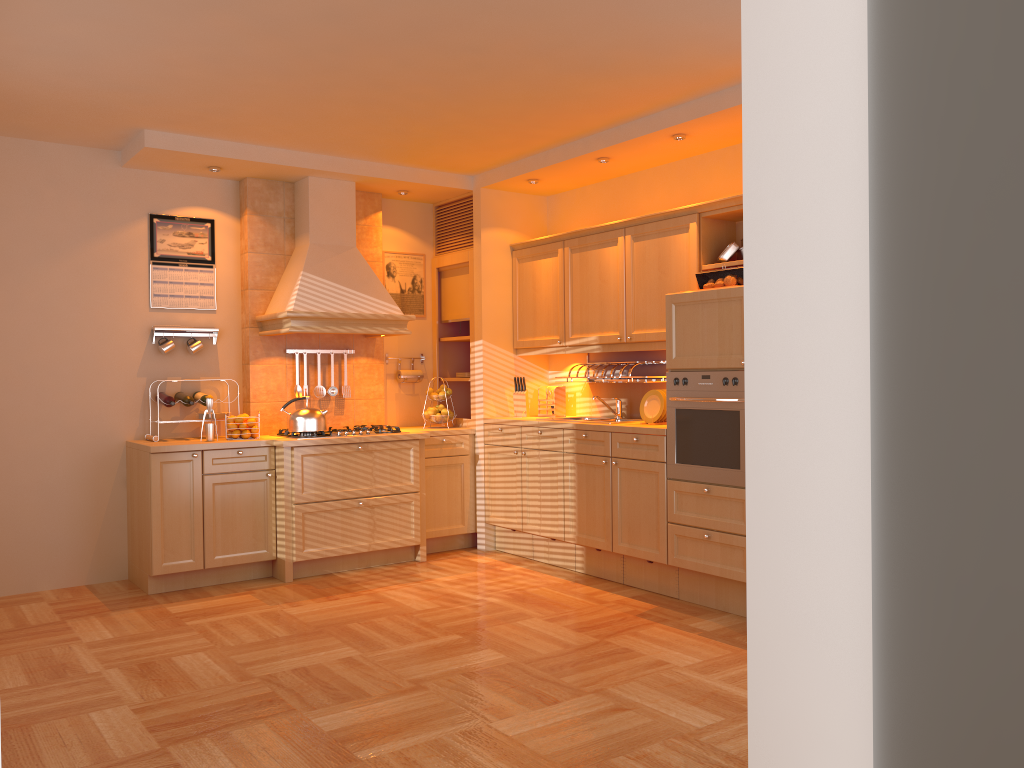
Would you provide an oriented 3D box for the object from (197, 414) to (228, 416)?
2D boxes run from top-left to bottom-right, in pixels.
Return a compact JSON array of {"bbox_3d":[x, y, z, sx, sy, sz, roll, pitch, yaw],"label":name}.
[{"bbox_3d":[-1.936,0.201,5.756,0.172,0.011,0.163,0,1,23],"label":"object"}]

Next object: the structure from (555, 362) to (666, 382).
[{"bbox_3d":[0.682,-0.075,5.872,0.300,0.126,0.900,-1,1,-36],"label":"structure"}]

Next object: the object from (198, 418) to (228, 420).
[{"bbox_3d":[-1.935,0.228,5.756,0.172,0.011,0.163,0,1,23],"label":"object"}]

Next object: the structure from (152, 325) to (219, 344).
[{"bbox_3d":[-2.125,-0.321,5.781,0.405,0.118,0.069,-1,1,-36],"label":"structure"}]

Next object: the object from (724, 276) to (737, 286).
[{"bbox_3d":[1.154,-0.540,4.689,0.066,0.064,0.045,-1,1,16],"label":"object"}]

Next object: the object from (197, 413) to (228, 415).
[{"bbox_3d":[-1.936,0.195,5.756,0.172,0.011,0.163,0,1,23],"label":"object"}]

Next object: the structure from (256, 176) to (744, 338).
[{"bbox_3d":[0.219,-0.819,5.216,4.091,1.148,1.061,0,1,28],"label":"structure"}]

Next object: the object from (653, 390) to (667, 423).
[{"bbox_3d":[0.860,0.134,5.319,0.049,0.200,0.205,-1,1,-34],"label":"object"}]

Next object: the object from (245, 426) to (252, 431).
[{"bbox_3d":[-1.676,0.280,5.646,0.062,0.053,0.051,0,1,22],"label":"object"}]

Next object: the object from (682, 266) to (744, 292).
[{"bbox_3d":[1.149,-0.561,4.798,0.280,0.123,0.400,-1,1,-35],"label":"object"}]

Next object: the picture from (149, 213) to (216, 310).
[{"bbox_3d":[-2.150,-0.794,5.800,0.417,0.605,0.009,-1,1,-36],"label":"picture"}]

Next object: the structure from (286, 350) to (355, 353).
[{"bbox_3d":[-1.328,-0.226,6.173,0.506,0.024,0.009,-1,1,-36],"label":"structure"}]

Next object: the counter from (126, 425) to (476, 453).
[{"bbox_3d":[-1.301,0.359,5.944,2.250,0.038,0.770,-1,1,-36],"label":"counter"}]

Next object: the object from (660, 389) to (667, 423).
[{"bbox_3d":[0.907,0.133,5.350,0.049,0.200,0.205,-1,1,-34],"label":"object"}]

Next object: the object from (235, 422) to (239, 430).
[{"bbox_3d":[-1.743,0.264,5.608,0.051,0.053,0.064,-1,1,17],"label":"object"}]

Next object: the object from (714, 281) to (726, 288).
[{"bbox_3d":[1.108,-0.530,4.725,0.062,0.036,0.065,-1,1,-23],"label":"object"}]

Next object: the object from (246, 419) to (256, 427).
[{"bbox_3d":[-1.649,0.245,5.608,0.053,0.052,0.061,0,1,27],"label":"object"}]

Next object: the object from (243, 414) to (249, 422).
[{"bbox_3d":[-1.715,0.220,5.701,0.059,0.060,0.050,-1,1,14],"label":"object"}]

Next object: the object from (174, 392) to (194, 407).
[{"bbox_3d":[-2.080,0.098,5.656,0.076,0.095,0.282,-1,1,-36],"label":"object"}]

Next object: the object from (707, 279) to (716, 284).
[{"bbox_3d":[1.098,-0.544,4.875,0.069,0.064,0.055,-1,1,-31],"label":"object"}]

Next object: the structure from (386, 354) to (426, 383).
[{"bbox_3d":[-0.782,-0.120,6.712,0.320,0.220,0.126,-1,1,-36],"label":"structure"}]

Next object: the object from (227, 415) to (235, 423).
[{"bbox_3d":[-1.762,0.227,5.576,0.057,0.060,0.052,-1,1,2],"label":"object"}]

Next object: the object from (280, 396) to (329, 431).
[{"bbox_3d":[-1.321,0.187,5.706,0.242,0.215,0.251,0,1,42],"label":"object"}]

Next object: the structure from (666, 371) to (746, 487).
[{"bbox_3d":[1.008,0.226,4.639,0.066,0.583,0.576,-1,1,-36],"label":"structure"}]

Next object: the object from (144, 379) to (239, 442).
[{"bbox_3d":[-2.037,0.162,5.696,0.572,0.379,0.221,-1,1,-36],"label":"object"}]

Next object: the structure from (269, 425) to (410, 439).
[{"bbox_3d":[-1.156,0.315,5.956,0.797,0.051,0.494,-1,1,-36],"label":"structure"}]

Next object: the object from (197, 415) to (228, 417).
[{"bbox_3d":[-1.936,0.208,5.756,0.172,0.011,0.163,0,1,23],"label":"object"}]

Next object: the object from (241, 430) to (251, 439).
[{"bbox_3d":[-1.678,0.318,5.590,0.074,0.063,0.064,0,1,35],"label":"object"}]

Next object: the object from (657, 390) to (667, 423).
[{"bbox_3d":[0.884,0.134,5.334,0.049,0.200,0.205,-1,1,-34],"label":"object"}]

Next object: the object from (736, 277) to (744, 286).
[{"bbox_3d":[1.223,-0.544,4.743,0.065,0.058,0.066,-1,1,-44],"label":"object"}]

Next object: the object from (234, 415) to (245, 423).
[{"bbox_3d":[-1.710,0.223,5.565,0.063,0.051,0.053,-1,1,-28],"label":"object"}]

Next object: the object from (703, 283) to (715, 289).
[{"bbox_3d":[1.068,-0.528,4.790,0.069,0.034,0.066,-1,1,-17],"label":"object"}]

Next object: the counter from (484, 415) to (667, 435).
[{"bbox_3d":[0.564,0.258,5.788,0.600,0.038,1.800,-1,1,-36],"label":"counter"}]

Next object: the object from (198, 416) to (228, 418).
[{"bbox_3d":[-1.936,0.214,5.756,0.172,0.011,0.163,0,1,23],"label":"object"}]

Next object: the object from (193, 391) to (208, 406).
[{"bbox_3d":[-1.986,0.096,5.724,0.076,0.095,0.282,-1,1,-36],"label":"object"}]

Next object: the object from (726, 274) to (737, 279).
[{"bbox_3d":[1.172,-0.567,4.749,0.061,0.047,0.063,-1,1,12],"label":"object"}]

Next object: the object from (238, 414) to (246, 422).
[{"bbox_3d":[-1.715,0.219,5.625,0.063,0.053,0.051,-1,1,16],"label":"object"}]

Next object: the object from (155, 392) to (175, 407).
[{"bbox_3d":[-2.174,0.100,5.588,0.076,0.095,0.282,-1,1,-36],"label":"object"}]

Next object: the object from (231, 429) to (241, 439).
[{"bbox_3d":[-1.730,0.313,5.559,0.052,0.057,0.060,-1,1,16],"label":"object"}]

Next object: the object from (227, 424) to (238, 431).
[{"bbox_3d":[-1.749,0.267,5.550,0.063,0.051,0.053,-1,1,-17],"label":"object"}]

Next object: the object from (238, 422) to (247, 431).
[{"bbox_3d":[-1.694,0.267,5.580,0.052,0.053,0.062,-1,1,-14],"label":"object"}]

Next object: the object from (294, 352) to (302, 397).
[{"bbox_3d":[-1.460,-0.057,6.052,0.055,0.323,0.028,-1,1,-36],"label":"object"}]

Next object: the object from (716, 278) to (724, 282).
[{"bbox_3d":[1.129,-0.541,4.780,0.065,0.056,0.056,0,1,39],"label":"object"}]

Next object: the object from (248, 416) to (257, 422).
[{"bbox_3d":[-1.658,0.233,5.666,0.063,0.053,0.051,0,1,27],"label":"object"}]

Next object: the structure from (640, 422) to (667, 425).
[{"bbox_3d":[0.882,0.235,5.331,0.219,0.010,0.084,-1,1,-33],"label":"structure"}]

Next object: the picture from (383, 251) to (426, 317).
[{"bbox_3d":[-0.818,-0.758,6.758,0.366,0.491,0.007,-1,1,-36],"label":"picture"}]

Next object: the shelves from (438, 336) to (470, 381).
[{"bbox_3d":[-0.190,-0.009,6.846,0.582,0.702,0.600,-1,1,-36],"label":"shelves"}]

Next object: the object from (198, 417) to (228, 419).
[{"bbox_3d":[-1.936,0.221,5.756,0.172,0.011,0.163,0,1,23],"label":"object"}]

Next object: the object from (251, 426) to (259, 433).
[{"bbox_3d":[-1.623,0.291,5.602,0.052,0.054,0.061,-1,1,-9],"label":"object"}]

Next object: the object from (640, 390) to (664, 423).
[{"bbox_3d":[0.837,0.135,5.304,0.049,0.200,0.205,-1,1,-34],"label":"object"}]

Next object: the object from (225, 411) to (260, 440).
[{"bbox_3d":[-1.712,0.262,5.635,0.207,0.174,0.189,-1,1,-21],"label":"object"}]
